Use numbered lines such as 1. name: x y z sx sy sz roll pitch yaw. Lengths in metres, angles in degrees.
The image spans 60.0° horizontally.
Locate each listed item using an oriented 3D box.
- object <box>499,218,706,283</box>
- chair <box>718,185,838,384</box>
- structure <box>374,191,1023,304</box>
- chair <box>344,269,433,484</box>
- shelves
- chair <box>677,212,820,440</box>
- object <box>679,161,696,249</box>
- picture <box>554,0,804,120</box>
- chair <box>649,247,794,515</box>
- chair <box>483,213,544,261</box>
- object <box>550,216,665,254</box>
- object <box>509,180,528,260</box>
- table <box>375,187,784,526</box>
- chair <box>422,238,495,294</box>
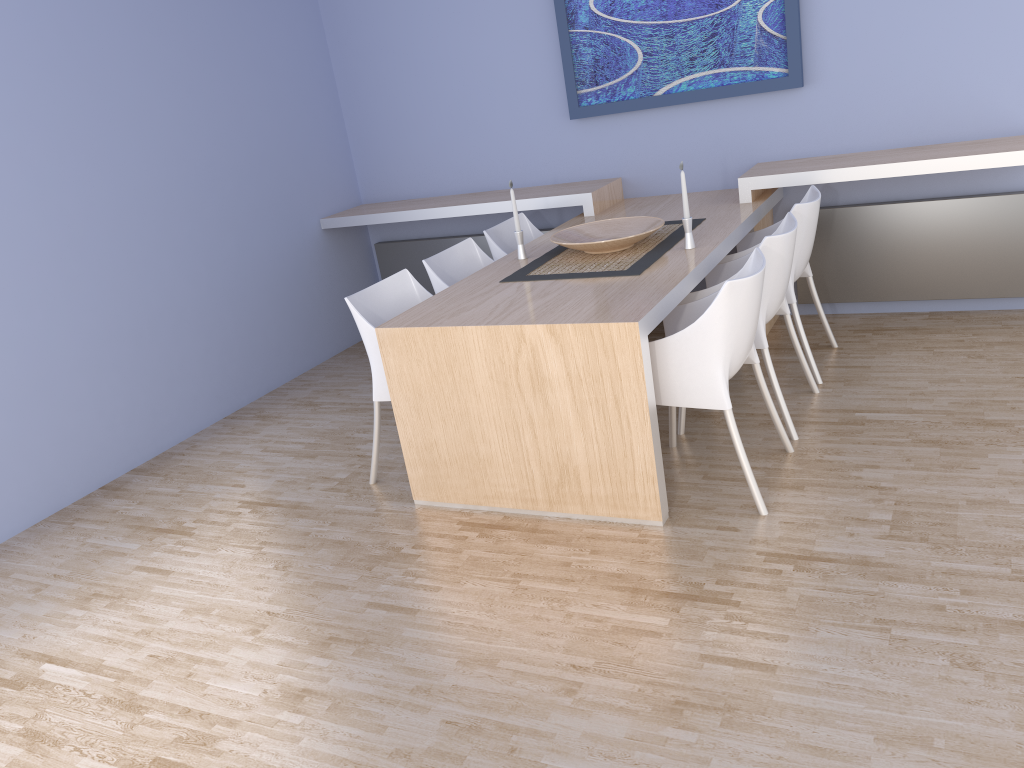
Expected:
1. object: 0.423 -0.587 3.834 0.594 0.005 0.986 1 22 28
2. chair: 1.196 -0.464 4.086 0.486 0.793 0.510 1 22 28
3. structure: 0.837 -0.682 5.067 3.843 0.503 0.064 1 22 28
4. chair: -0.337 -0.043 3.655 0.486 0.793 0.510 1 22 28
5. shelves: 0.685 -0.695 4.922 3.901 0.840 0.463 1 22 28
6. chair: 0.938 -0.249 3.604 0.486 0.793 0.510 1 22 29
7. object: 0.691 -0.712 3.525 0.045 0.349 0.045 1 22 28
8. picture: 0.814 -1.897 4.536 1.252 0.901 0.049 1 22 28
9. chair: 0.675 -0.030 3.116 0.486 0.793 0.510 1 22 28
10. chair: 0.169 -0.464 4.596 0.486 0.793 0.510 1 22 28
11. object: 0.413 -0.628 3.823 0.493 0.081 0.493 -26 25 -39
12. object: 0.020 -0.720 3.883 0.045 0.349 0.045 -16 20 -17
13. table: 0.520 -0.291 4.044 1.002 0.718 2.340 1 22 28
14. chair: -0.084 -0.253 4.126 0.486 0.793 0.510 1 22 28
